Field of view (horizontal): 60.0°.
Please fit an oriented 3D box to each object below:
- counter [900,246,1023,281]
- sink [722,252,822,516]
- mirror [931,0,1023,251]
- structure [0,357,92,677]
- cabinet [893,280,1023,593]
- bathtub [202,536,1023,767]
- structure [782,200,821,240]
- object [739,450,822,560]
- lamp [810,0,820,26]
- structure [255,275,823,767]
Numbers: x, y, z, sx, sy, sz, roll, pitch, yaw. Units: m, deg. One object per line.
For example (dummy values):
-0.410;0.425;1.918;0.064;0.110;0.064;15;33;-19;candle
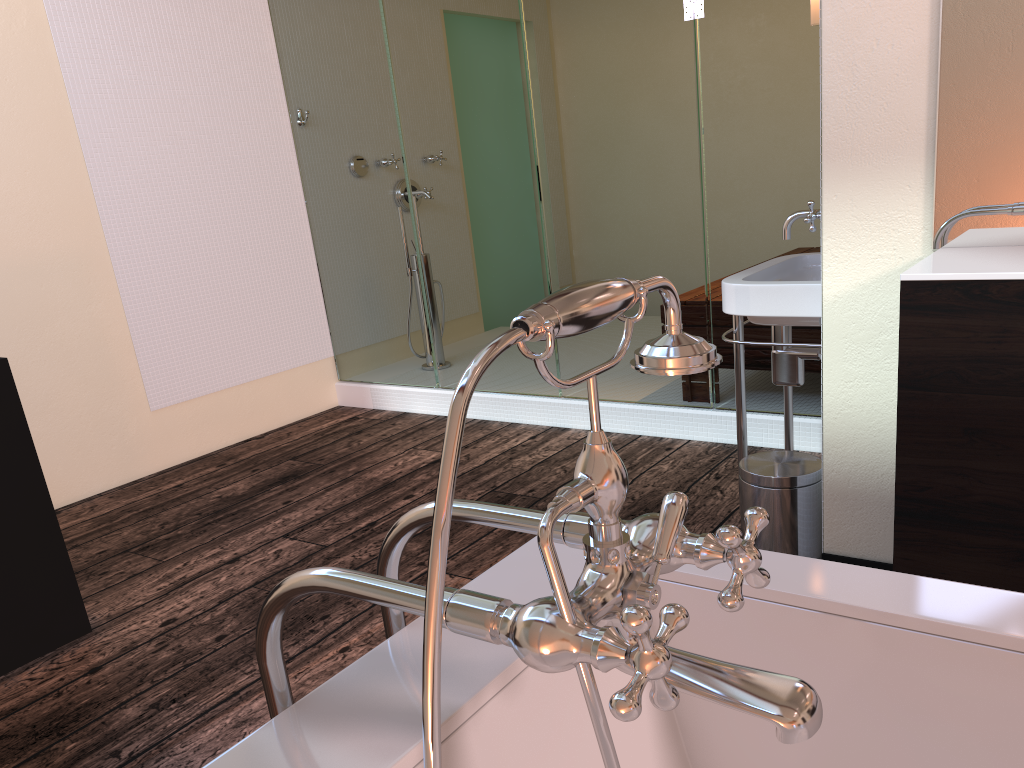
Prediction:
1.537;-0.053;1.181;1.852;0.299;0.438;4;19;35;counter
0.874;0.010;2.601;0.345;0.794;0.675;6;20;35;sink
2.104;-1.096;0.662;3.228;1.864;0.011;5;20;34;mirror
-1.753;0.435;2.169;0.799;0.870;0.861;5;20;35;structure
1.587;0.253;1.299;1.852;0.933;0.382;5;20;34;cabinet
0.787;0.700;0.313;2.212;0.701;0.791;4;19;35;bathtub
0.846;-0.500;2.396;0.236;0.124;0.295;5;19;35;structure
0.728;0.380;2.388;0.223;0.310;0.220;-6;16;1;object
0.721;-1.114;2.017;0.083;0.369;0.130;6;20;35;lamp
-0.001;0.456;0.818;0.381;1.132;0.551;-20;21;-37;structure
